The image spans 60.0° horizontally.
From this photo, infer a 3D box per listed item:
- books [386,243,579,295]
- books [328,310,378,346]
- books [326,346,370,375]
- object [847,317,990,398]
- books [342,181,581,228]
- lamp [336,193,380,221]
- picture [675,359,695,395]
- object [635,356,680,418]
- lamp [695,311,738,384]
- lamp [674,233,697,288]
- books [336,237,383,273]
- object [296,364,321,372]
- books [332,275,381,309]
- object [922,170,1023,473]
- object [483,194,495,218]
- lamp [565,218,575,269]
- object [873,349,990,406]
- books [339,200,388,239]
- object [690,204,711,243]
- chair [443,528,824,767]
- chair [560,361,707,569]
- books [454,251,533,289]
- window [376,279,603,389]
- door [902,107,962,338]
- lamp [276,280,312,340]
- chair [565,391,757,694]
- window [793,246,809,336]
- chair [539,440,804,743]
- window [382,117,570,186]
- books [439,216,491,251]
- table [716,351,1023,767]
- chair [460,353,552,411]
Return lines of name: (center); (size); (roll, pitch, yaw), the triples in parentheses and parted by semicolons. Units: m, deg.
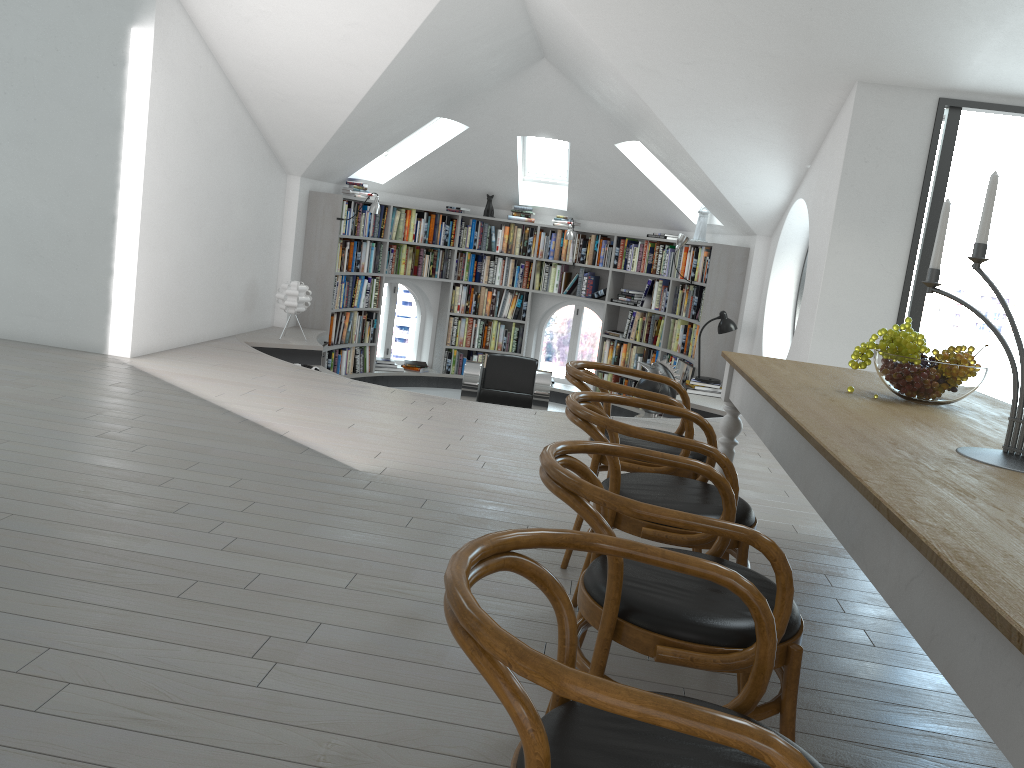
books: (-0.402, -1.343, 10.331); (2.527, 0.369, 0.593); (5, 9, -14)
books: (-1.915, -0.414, 9.211); (0.391, 0.693, 1.645); (10, 9, 15)
books: (-1.857, -0.267, 9.551); (0.283, 0.318, 0.920); (11, 10, 23)
object: (1.382, -0.079, 3.001); (0.393, 0.283, 0.294); (2, 10, -30)
books: (-0.575, -2.028, 10.061); (2.812, 0.173, 0.751); (3, 10, -24)
lamp: (-1.513, -1.763, 8.816); (0.414, 0.311, 0.117); (8, 8, 2)
picture: (1.644, 0.207, 8.842); (0.090, 0.859, 0.581); (7, 8, -5)
object: (1.145, 0.058, 7.083); (0.320, 0.560, 0.322); (4, 9, -21)
lamp: (1.847, -0.340, 8.030); (0.323, 0.657, 0.234); (11, 8, 21)
lamp: (1.760, -1.236, 8.891); (0.275, 0.523, 0.113); (7, 8, -4)
books: (-1.733, -1.364, 9.371); (0.303, 0.346, 1.090); (11, 10, 21)
object: (-1.726, -0.111, 7.436); (0.218, 0.082, 0.475); (2, 11, -31)
books: (-1.752, -0.984, 9.383); (0.261, 0.358, 1.022); (11, 10, 22)
object: (1.284, -0.224, 1.988); (0.265, 0.871, 0.779); (5, 9, -20)
object: (-0.251, -2.082, 10.380); (0.147, 0.264, 0.202); (8, 8, 2)
lamp: (0.675, -1.603, 10.116); (0.113, 0.564, 0.359); (9, 8, 12)
object: (1.397, -0.012, 2.993); (0.360, 0.159, 0.362); (5, 9, -14)
books: (-1.677, -1.739, 9.298); (0.301, 0.360, 1.035); (11, 10, 21)
object: (1.961, -1.687, 9.122); (0.179, 0.471, 0.179); (10, 8, 14)
chair: (0.171, 0.639, 1.239); (0.622, 0.732, 0.529); (9, 8, 8)
chair: (0.462, 0.321, 3.382); (0.622, 0.732, 0.529); (9, 8, 9)
books: (-0.230, -1.362, 10.545); (1.027, 0.358, 0.302); (6, 9, -9)
window: (-0.348, -0.629, 10.696); (3.229, 1.146, 0.620); (6, 8, -8)
door: (2.769, -0.712, 6.388); (0.080, 2.337, 1.055); (8, 8, 5)
lamp: (-1.984, -0.669, 8.024); (0.305, 0.523, 0.307); (7, 8, -6)
chair: (0.420, 0.435, 2.661); (0.621, 0.732, 0.529); (8, 8, 5)
window: (2.501, -0.722, 7.118); (0.104, 1.464, 1.476); (8, 9, 5)
chair: (0.321, 0.541, 1.945); (0.621, 0.732, 0.529); (8, 8, 1)
window: (0.347, -2.574, 9.513); (4.056, 0.710, 1.940); (8, 9, 6)
books: (-0.580, -1.767, 10.386); (0.682, 0.345, 0.266); (5, 9, -17)
table: (1.184, 0.566, 2.266); (1.019, 0.795, 3.362); (8, 9, 5)
chair: (-0.060, 0.104, 8.588); (0.823, 0.716, 0.744); (8, 9, 0)
